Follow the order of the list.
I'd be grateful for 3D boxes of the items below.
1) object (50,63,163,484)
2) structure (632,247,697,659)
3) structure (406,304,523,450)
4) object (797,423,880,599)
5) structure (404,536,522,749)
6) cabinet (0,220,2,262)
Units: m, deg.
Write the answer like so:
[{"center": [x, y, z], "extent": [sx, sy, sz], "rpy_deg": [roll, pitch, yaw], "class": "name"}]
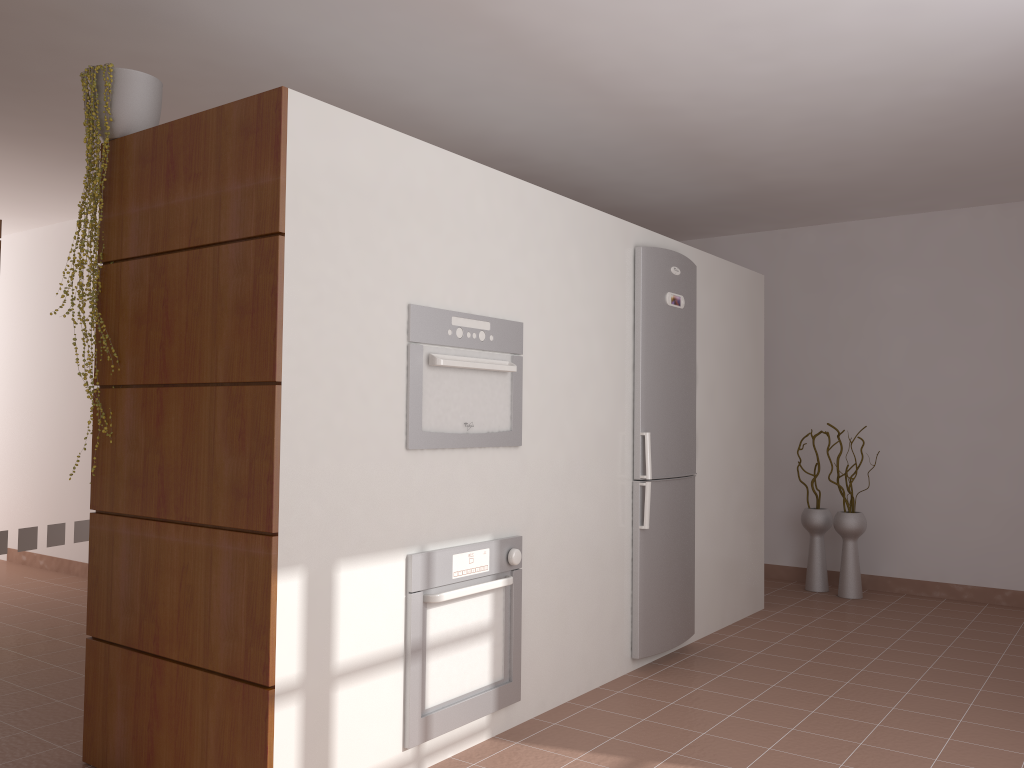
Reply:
[{"center": [-1.316, -0.351, 2.904], "extent": [0.297, 1.344, 0.279], "rpy_deg": [1, -2, -5], "class": "object"}, {"center": [0.744, 0.302, 4.188], "extent": [0.089, 1.862, 0.604], "rpy_deg": [-1, -3, 36], "class": "structure"}, {"center": [-0.126, -0.012, 3.001], "extent": [0.056, 0.454, 0.614], "rpy_deg": [-1, -3, 36], "class": "structure"}, {"center": [2.137, 0.808, 5.706], "extent": [0.284, 1.112, 0.655], "rpy_deg": [2, -3, -35], "class": "object"}, {"center": [-0.138, 0.836, 2.972], "extent": [0.058, 0.592, 0.596], "rpy_deg": [-1, -3, 36], "class": "structure"}, {"center": [-4.030, -0.242, 2.354], "extent": [0.754, 1.200, 4.718], "rpy_deg": [-1, -3, 36], "class": "cabinet"}]
